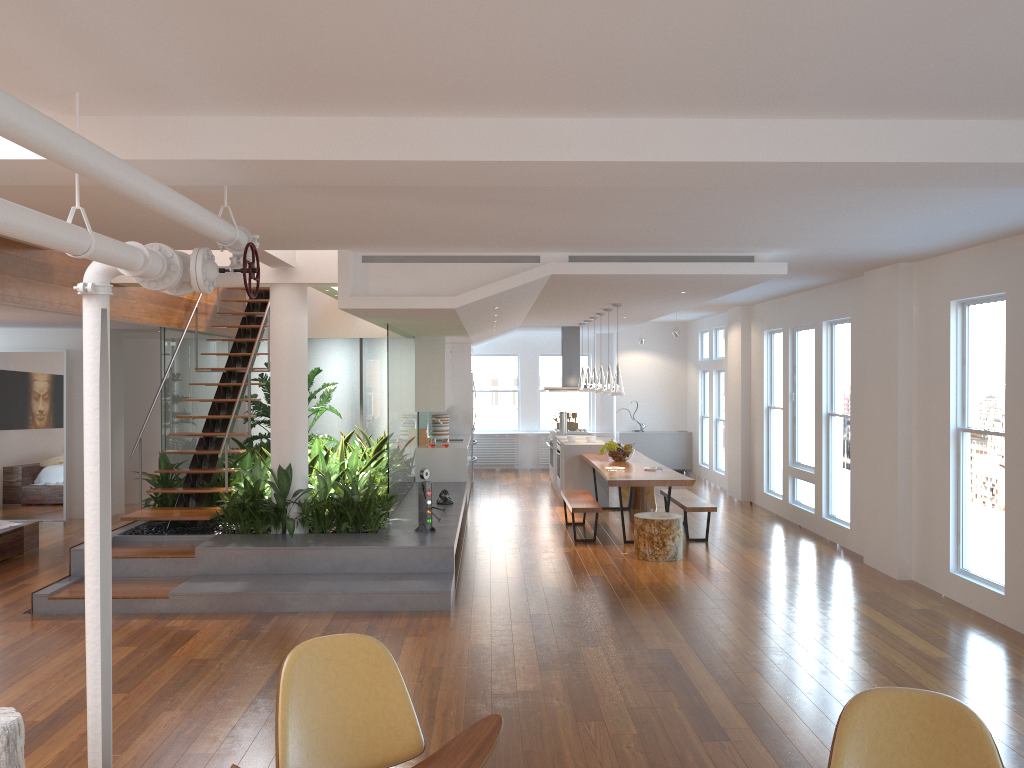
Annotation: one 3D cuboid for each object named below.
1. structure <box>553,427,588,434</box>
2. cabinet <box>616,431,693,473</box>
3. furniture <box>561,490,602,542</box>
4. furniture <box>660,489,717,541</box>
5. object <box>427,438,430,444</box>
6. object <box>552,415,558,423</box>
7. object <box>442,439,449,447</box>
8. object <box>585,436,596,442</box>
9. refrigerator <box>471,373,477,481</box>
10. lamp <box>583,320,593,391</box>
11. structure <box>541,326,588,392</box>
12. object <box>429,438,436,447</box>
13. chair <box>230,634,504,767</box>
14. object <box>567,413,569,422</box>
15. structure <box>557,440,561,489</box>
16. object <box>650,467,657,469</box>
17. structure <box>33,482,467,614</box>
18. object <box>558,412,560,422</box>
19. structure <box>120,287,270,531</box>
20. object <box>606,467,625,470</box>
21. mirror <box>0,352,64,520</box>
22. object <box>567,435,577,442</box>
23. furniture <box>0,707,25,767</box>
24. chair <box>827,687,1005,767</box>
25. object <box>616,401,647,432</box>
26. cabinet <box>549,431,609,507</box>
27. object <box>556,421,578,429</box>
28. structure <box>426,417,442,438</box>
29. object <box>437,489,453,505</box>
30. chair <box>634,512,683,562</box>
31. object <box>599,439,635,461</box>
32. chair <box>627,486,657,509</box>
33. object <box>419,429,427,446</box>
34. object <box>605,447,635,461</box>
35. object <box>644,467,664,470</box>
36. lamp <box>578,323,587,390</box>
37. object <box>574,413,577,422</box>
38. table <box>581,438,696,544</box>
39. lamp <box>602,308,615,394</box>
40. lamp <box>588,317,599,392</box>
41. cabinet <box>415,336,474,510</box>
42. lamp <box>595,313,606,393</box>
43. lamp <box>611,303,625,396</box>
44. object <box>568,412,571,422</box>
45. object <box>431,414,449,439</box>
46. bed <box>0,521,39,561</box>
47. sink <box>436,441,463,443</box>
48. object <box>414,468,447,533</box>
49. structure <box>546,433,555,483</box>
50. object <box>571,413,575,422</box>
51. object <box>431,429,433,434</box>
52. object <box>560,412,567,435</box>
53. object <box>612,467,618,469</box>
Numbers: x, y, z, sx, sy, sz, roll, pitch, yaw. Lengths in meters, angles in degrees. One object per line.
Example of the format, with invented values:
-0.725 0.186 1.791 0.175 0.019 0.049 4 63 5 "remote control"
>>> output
0.936 0.746 14.202 0.520 0.073 0.650 0 1 -1 "structure"
2.555 1.221 15.979 1.309 0.725 0.420 0 1 -1 "cabinet"
0.759 1.467 9.882 0.316 0.389 1.433 0 1 -1 "furniture"
1.951 1.464 9.912 0.316 0.389 1.433 0 1 -1 "furniture"
-1.203 0.745 12.318 0.100 0.170 0.173 0 1 0 "object"
0.756 0.636 14.649 0.199 0.259 0.016 0 1 9 "object"
-0.879 0.779 11.760 0.094 0.106 0.094 0 1 4 "object"
1.084 0.762 12.206 0.152 0.082 0.152 -1 1 -41 "object"
-0.941 0.705 14.568 0.725 1.772 0.908 0 1 -1 "refrigerator"
1.071 -0.435 12.469 0.160 1.060 0.160 0 1 26 "lamp"
0.936 -0.584 14.160 0.909 1.405 0.900 0 1 -1 "structure"
-1.062 0.779 11.802 0.094 0.106 0.094 0 1 4 "object"
-0.458 1.372 3.126 0.856 0.752 0.867 0 1 4 "chair"
0.912 0.618 14.655 0.061 0.299 0.040 0 1 -4 "object"
0.683 1.144 12.776 0.072 0.648 0.644 0 1 -1 "structure"
1.576 0.939 9.864 0.079 0.030 0.070 0 1 42 "object"
-2.071 1.494 9.387 3.088 0.386 5.584 0 1 -1 "structure"
0.792 0.618 14.653 0.055 0.299 0.027 0 1 -1 "object"
-2.304 -0.598 10.022 2.552 4.265 4.591 0 1 -1 "structure"
1.153 0.946 9.901 0.222 0.020 0.222 0 1 39 "object"
-6.109 0.632 10.815 1.267 2.044 0.049 0 1 -1 "mirror"
0.831 0.761 12.323 0.152 0.082 0.152 0 1 38 "object"
-2.060 1.526 3.479 0.290 0.418 0.298 -1 1 -39 "furniture"
1.210 1.375 2.450 0.867 0.752 0.856 -1 1 -41 "chair"
2.170 0.578 15.919 0.590 0.563 0.210 -1 1 -30 "object"
0.959 1.207 13.287 0.597 0.832 2.936 0 1 -1 "cabinet"
0.912 0.698 14.646 0.353 0.157 0.084 0 1 -1 "object"
-1.125 0.744 12.816 0.248 0.536 0.115 0 1 -1 "structure"
-0.742 1.218 9.593 0.216 0.155 0.181 -1 1 -37 "object"
1.411 1.470 8.560 0.460 0.400 0.460 0 1 9 "chair"
1.300 0.809 10.892 0.394 0.284 0.292 -1 1 -37 "object"
1.727 1.414 11.783 0.396 0.455 0.402 0 1 -11 "chair"
-1.210 0.722 12.069 0.104 0.222 0.200 0 1 -1 "object"
1.326 0.872 10.879 0.360 0.159 0.360 -1 1 -38 "object"
1.576 0.945 9.864 0.222 0.020 0.222 0 1 -9 "object"
1.053 -0.443 13.191 0.160 1.060 0.160 0 1 26 "lamp"
1.047 0.619 14.659 0.057 0.294 0.030 0 1 -1 "object"
1.328 1.284 11.900 0.893 0.704 5.996 0 1 -1 "table"
1.125 -0.413 10.300 0.160 1.060 0.160 0 1 26 "lamp"
1.089 -0.428 11.746 0.160 1.060 0.160 0 1 26 "lamp"
-0.978 0.498 13.822 0.676 2.280 4.565 0 1 -1 "cabinet"
1.107 -0.420 11.023 0.160 1.060 0.160 0 1 26 "lamp"
1.143 -0.405 9.577 0.160 1.060 0.160 0 1 26 "lamp"
0.946 0.619 14.636 0.057 0.299 0.019 0 1 -1 "object"
-1.082 0.643 13.371 0.267 0.356 0.266 0 1 24 "object"
-5.954 1.402 7.913 2.314 0.595 2.207 0 1 -1 "bed"
-0.929 0.941 12.795 0.449 0.192 0.666 0 1 -1 "sink"
-0.715 1.035 7.875 0.318 0.565 0.134 0 1 35 "object"
0.896 1.172 14.193 0.649 0.735 0.890 0 1 -1 "structure"
1.010 0.619 14.641 0.068 0.298 0.039 0 1 -1 "object"
-1.125 0.722 13.757 0.265 0.196 0.284 0 1 41 "object"
0.804 0.610 13.739 0.172 0.356 0.120 -1 1 -43 "object"
1.153 0.940 9.901 0.070 0.030 0.079 -1 1 -38 "object"
